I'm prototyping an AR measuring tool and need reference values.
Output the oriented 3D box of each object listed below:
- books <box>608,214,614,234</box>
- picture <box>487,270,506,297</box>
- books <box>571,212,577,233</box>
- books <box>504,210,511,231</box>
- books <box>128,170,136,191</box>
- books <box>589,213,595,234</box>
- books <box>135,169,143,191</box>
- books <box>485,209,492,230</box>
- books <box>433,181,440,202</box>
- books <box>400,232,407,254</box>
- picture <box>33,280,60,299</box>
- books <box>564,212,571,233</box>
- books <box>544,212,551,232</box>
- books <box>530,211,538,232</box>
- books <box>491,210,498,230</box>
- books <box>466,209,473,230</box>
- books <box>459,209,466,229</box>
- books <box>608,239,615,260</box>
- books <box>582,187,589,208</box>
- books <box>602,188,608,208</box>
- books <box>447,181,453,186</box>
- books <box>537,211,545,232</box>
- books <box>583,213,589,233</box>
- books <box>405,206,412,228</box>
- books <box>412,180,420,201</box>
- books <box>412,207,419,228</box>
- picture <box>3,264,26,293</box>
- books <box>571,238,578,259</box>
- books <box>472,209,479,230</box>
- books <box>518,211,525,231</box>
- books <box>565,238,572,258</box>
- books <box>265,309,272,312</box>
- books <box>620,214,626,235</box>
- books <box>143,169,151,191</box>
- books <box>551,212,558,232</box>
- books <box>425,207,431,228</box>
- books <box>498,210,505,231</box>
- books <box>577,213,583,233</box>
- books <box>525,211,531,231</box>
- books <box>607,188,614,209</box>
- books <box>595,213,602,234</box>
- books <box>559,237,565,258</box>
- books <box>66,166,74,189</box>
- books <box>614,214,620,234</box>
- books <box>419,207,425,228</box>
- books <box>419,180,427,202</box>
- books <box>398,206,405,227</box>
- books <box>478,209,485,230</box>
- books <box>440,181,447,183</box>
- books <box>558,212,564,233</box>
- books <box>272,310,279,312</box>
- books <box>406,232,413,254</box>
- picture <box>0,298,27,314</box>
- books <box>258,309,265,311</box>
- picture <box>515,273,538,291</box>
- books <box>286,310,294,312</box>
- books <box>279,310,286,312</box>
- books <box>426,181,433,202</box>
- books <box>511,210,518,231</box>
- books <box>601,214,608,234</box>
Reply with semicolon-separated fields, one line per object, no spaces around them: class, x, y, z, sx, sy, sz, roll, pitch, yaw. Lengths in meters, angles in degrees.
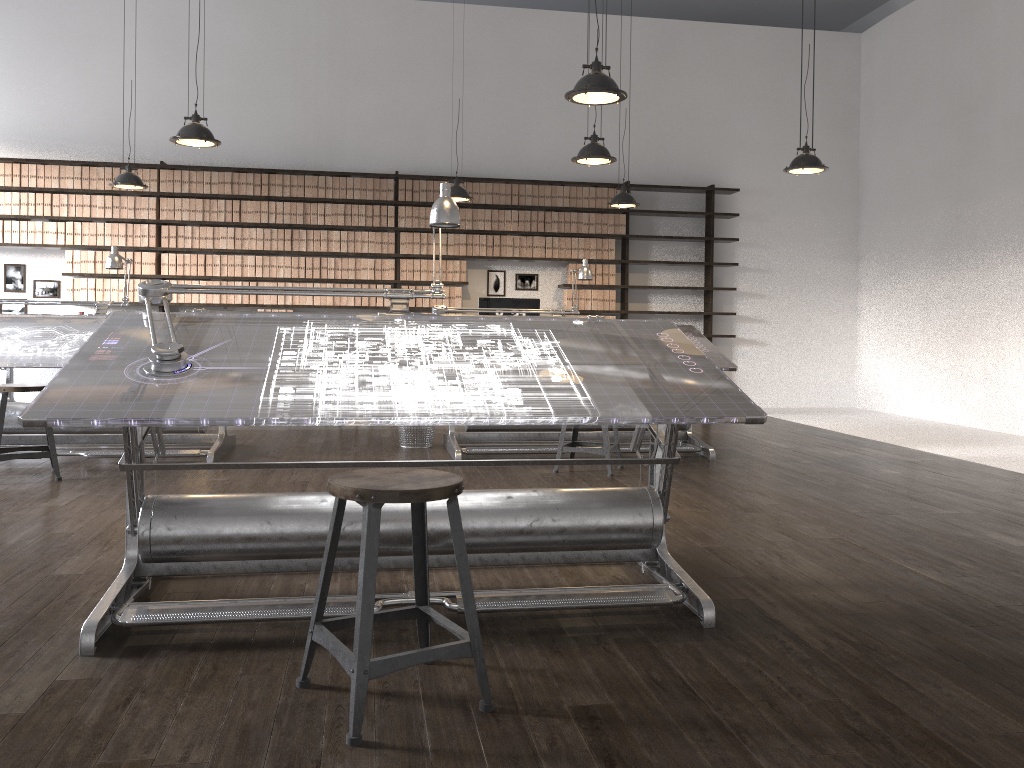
books;1.055;-1.725;9.615;0.067;0.225;0.175;1;2;-10
picture;-0.171;-1.090;9.594;0.201;0.284;0.022;1;1;-10
books;0.649;-1.726;9.548;0.067;0.225;0.175;1;2;-9
books;-0.055;-1.729;9.433;0.067;0.225;0.174;1;2;-10
books;-3.765;-2.018;8.813;0.067;0.225;0.175;1;2;-10
books;0.848;-1.726;9.582;0.067;0.225;0.175;1;2;-9
books;-3.697;-2.018;8.826;0.067;0.225;0.174;1;2;-10
books;-0.262;-1.729;9.397;0.067;0.225;0.175;1;2;-10
books;-0.795;-2.008;9.309;0.067;0.225;0.175;1;2;-10
books;-1.136;-1.464;9.258;0.067;0.225;0.175;1;2;-10
picture;-4.647;-0.948;8.848;0.251;0.183;0.023;0;1;-9
books;0.582;-1.727;9.542;0.067;0.225;0.175;1;2;-10
books;0.372;-1.727;9.508;0.067;0.225;0.175;1;2;-9
books;0.224;-1.728;9.483;0.067;0.225;0.175;1;2;-9
books;-0.193;-1.729;9.412;0.067;0.225;0.175;1;2;-9
books;-0.461;-1.730;9.363;0.067;0.225;0.175;1;2;-10
books;-0.528;-1.730;9.357;0.067;0.225;0.175;1;2;-9
books;1.064;-1.456;9.623;0.067;0.225;0.174;1;2;-9
books;0.777;-2.003;9.568;0.067;0.225;0.174;1;2;-10
books;0.982;-2.002;9.603;0.067;0.225;0.175;1;2;-10
books;-0.663;-2.008;9.330;0.067;0.225;0.175;1;2;-10
books;0.299;-1.727;9.490;0.067;0.225;0.175;1;2;-10
books;0.776;-1.726;9.572;0.067;0.225;0.175;1;2;-10
books;-1.083;-1.732;9.259;0.067;0.225;0.175;1;2;-9
books;-1.006;-2.009;9.274;0.067;0.225;0.175;1;2;-9
books;-1.011;-1.732;9.270;0.067;0.225;0.175;1;2;-10
picture;-4.940;-1.050;8.799;0.201;0.284;0.022;1;1;-10
books;0.659;-1.458;9.554;0.067;0.225;0.175;1;2;-9
books;-0.396;-1.730;9.378;0.067;0.225;0.175;1;2;-9
books;0.088;-1.728;9.454;0.067;0.225;0.175;1;2;-9
books;0.589;-1.458;9.547;0.067;0.225;0.175;1;2;-10
books;-2.483;-0.648;9.047;0.067;0.225;0.175;1;2;-9
books;1.183;-1.724;9.640;0.067;0.225;0.175;1;2;-9
books;-3.627;-2.018;8.834;0.067;0.225;0.174;1;2;-9
books;0.442;-1.727;9.515;0.067;0.225;0.174;1;2;-9
books;-0.885;-1.732;9.298;0.067;0.225;0.175;1;2;-10
books;-0.124;-1.729;9.426;0.067;0.225;0.174;1;2;-9
books;0.714;-1.726;9.563;0.067;0.225;0.175;1;2;-10
books;0.150;-1.728;9.469;0.067;0.225;0.175;1;2;-10
books;1.056;-2.002;9.617;0.067;0.225;0.175;1;2;-10
books;0.917;-1.726;9.598;0.067;0.225;0.175;1;2;-10
books;0.520;-1.458;9.537;0.067;0.225;0.174;1;2;-10
books;-4.322;-2.020;8.718;0.067;0.225;0.175;1;2;-9
books;1.120;-1.725;9.631;0.067;0.225;0.175;1;2;-9
books;-0.950;-1.732;9.285;0.067;0.225;0.175;1;2;-9
books;-0.935;-2.009;9.281;0.067;0.225;0.174;1;2;-9
books;-1.155;-1.732;9.250;0.067;0.225;0.174;1;2;-9
books;-0.333;-1.730;9.387;0.067;0.225;0.175;1;2;-9
books;-0.728;-2.008;9.314;0.067;0.225;0.175;1;2;-9
books;0.512;-1.727;9.531;0.067;0.225;0.174;1;2;-10
books;-2.413;-0.648;9.059;0.067;0.225;0.174;1;2;-9
books;-1.073;-1.463;9.264;0.067;0.225;0.175;1;2;-9
picture;-4.954;-0.757;8.800;0.251;0.183;0.023;0;1;-9
books;-2.549;-0.648;9.030;0.067;0.225;0.175;1;2;-10
picture;0.160;-1.109;9.647;0.251;0.183;0.023;0;1;-9
books;-2.273;-0.647;9.083;0.067;0.225;0.175;1;2;-10
books;-2.343;-0.647;9.066;0.067;0.225;0.174;1;2;-10
books;-0.866;-2.009;9.297;0.067;0.225;0.174;1;2;-10
books;0.017;-1.728;9.442;0.067;0.225;0.175;1;2;-10
books;0.985;-1.725;9.611;0.067;0.225;0.174;1;2;-10
